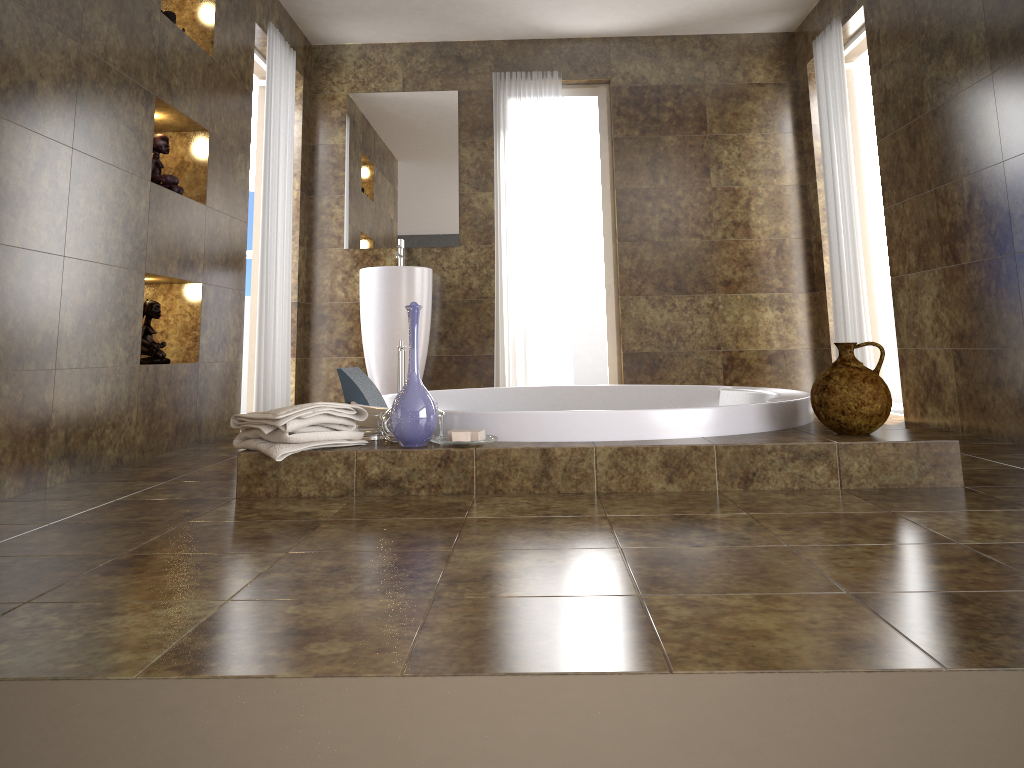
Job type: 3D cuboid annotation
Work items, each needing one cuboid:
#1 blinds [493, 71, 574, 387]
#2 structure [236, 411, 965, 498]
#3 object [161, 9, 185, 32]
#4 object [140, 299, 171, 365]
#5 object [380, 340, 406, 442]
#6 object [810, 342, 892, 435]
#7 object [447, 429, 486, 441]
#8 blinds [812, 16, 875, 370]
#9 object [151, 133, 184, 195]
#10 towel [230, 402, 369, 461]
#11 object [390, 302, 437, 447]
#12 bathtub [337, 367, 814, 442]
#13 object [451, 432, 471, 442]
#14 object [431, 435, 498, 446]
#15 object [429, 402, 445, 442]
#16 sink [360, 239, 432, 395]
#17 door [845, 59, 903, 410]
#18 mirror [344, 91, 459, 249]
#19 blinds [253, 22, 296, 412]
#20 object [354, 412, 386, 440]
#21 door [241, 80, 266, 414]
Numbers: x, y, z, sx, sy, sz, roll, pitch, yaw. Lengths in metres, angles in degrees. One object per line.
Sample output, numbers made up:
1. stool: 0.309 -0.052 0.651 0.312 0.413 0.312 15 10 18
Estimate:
1. blinds: 0.124 -0.997 5.706 0.519 2.320 0.065 -1 -10 1
2. structure: 0.259 0.195 3.373 2.003 0.127 1.971 -1 2 2
3. object: -1.539 -1.676 3.822 0.152 0.273 0.118 -1 -8 1
4. object: -1.498 -0.219 3.599 0.152 0.281 0.147 -1 -7 2
5. object: -0.339 0.018 2.656 0.130 0.316 0.126 -2 -9 9
6. object: 1.021 0.011 2.614 0.229 0.282 0.225 2 -6 -27
7. object: -0.133 0.150 2.508 0.100 0.033 0.060 -1 0 16
8. blinds: 1.907 -0.997 5.027 0.069 2.333 0.468 -1 -10 1
9. object: -1.518 -0.957 3.757 0.174 0.292 0.108 -1 -9 1
10. towel: -0.630 0.128 2.558 0.319 0.153 0.335 -1 0 -44
11. object: -0.288 -0.033 2.530 0.136 0.430 0.131 -3 -9 9
12. bathtub: 0.258 0.187 3.373 1.738 0.535 1.732 0 1 32
13. object: -0.142 0.150 2.439 0.053 0.035 0.072 -1 0 2
14. object: -0.136 0.166 2.494 0.190 0.019 0.187 -1 2 -10
15. object: -0.232 0.114 2.625 0.057 0.118 0.056 5 -10 -36
16. sink: -0.732 -0.378 5.430 0.459 1.164 0.423 -2 -9 4
17. door: 2.528 -0.965 5.187 0.949 2.282 0.039 -7 -12 34
18. mirror: -0.744 -1.456 5.843 0.768 1.119 0.008 -1 -10 1
19. blinds: -1.346 -0.934 5.000 0.068 2.333 0.581 -1 -9 1
20. object: -0.468 0.133 2.756 0.169 0.077 0.167 -1 0 -17
21. door: -2.039 -0.889 5.475 0.961 2.282 0.038 0 -10 -8
